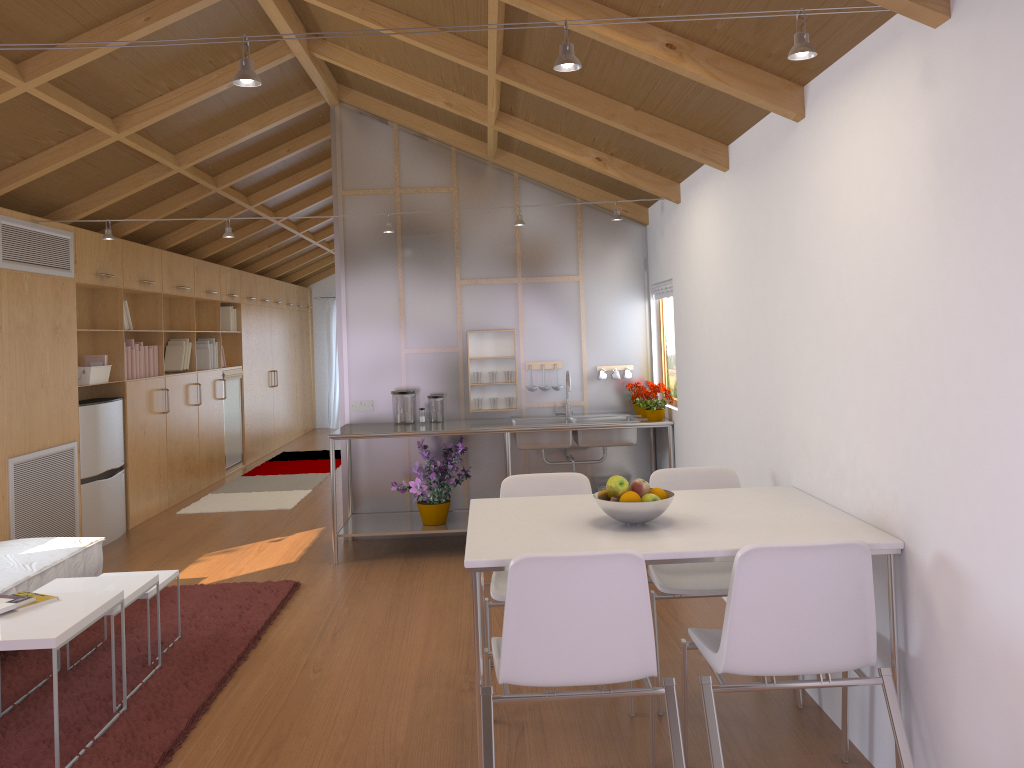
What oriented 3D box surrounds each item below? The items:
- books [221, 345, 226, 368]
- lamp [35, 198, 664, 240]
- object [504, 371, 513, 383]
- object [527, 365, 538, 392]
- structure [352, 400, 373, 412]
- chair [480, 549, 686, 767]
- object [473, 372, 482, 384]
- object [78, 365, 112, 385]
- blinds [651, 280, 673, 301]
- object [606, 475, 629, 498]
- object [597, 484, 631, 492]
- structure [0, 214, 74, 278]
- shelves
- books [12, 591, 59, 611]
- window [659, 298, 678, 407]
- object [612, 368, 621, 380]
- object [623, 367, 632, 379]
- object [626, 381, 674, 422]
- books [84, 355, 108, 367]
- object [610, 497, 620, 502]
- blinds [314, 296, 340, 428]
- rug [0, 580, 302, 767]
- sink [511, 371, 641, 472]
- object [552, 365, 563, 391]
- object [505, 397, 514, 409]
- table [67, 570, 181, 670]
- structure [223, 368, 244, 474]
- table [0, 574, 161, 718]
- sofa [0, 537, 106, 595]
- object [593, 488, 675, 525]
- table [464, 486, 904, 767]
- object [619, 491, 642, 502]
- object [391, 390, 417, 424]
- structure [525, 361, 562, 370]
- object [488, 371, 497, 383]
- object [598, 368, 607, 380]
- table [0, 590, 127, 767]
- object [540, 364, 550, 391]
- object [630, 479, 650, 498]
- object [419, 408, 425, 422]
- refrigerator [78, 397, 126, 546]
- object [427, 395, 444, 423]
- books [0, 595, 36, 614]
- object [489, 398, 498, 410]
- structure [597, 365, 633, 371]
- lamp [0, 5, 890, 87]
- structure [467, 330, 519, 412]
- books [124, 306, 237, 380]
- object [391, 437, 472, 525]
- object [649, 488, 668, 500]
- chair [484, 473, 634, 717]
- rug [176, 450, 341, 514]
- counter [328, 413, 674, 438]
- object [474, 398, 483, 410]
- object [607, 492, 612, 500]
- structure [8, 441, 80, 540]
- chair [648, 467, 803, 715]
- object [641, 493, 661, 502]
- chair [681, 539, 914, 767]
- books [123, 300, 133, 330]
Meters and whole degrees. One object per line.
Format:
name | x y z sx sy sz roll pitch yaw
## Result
books | -3.079 -0.313 9.153 0.175 0.297 0.279 -2 1 -2
lamp | -0.961 -0.995 5.391 3.828 0.153 0.072 -2 0 -2
object | -0.025 -0.048 5.974 0.061 0.077 0.061 -2 1 -28
object | 0.134 -0.039 5.977 0.074 0.183 0.074 -2 -1 30
structure | -1.012 0.148 5.984 0.142 0.071 0.011 -2 -1 -2
chair | 0.177 0.813 2.450 0.531 0.787 0.546 -2 0 -2
object | -0.233 -0.041 5.968 0.061 0.077 0.061 -2 0 11
object | -2.979 -0.062 6.205 0.203 0.122 0.350 -2 3 -2
blinds | 0.980 -0.604 5.669 0.047 0.111 0.725 -2 3 -2
object | 0.329 0.319 2.749 0.070 0.069 0.077 -2 1 -1
object | 0.716 0.757 5.634 0.298 0.159 0.414 -2 3 -2
structure | -2.875 -0.821 5.362 0.013 0.301 0.903 -2 3 -2
shelves | -0.057 0.655 5.684 2.092 0.754 0.632 -2 1 -2
books | -1.754 0.778 3.162 0.193 0.016 0.153 0 4 28
window | 1.034 -0.260 5.662 0.026 0.796 0.724 -2 1 -2
object | 0.708 -0.069 6.010 0.059 0.081 0.062 -2 0 6
object | 0.786 -0.074 6.018 0.059 0.080 0.062 -2 0 -2
object | 0.878 0.104 5.706 0.233 0.235 0.688 -2 3 -1
books | -2.987 -0.111 6.330 0.150 0.193 0.088 -2 0 -2
object | 0.347 0.379 2.778 0.080 0.089 0.078 -3 1 -42
blinds | -1.603 -0.388 13.716 2.847 2.039 0.232 -2 -1 -2
rug | -2.092 1.219 3.654 1.885 0.020 2.482 -2 3 -2
sink | 0.395 0.235 5.733 0.810 0.641 0.563 -2 1 -2
object | 0.306 -0.045 5.982 0.074 0.183 0.074 -2 -1 30
object | -0.019 0.129 5.970 0.061 0.077 0.061 -2 1 -28
table | -1.689 1.024 3.866 0.342 0.309 0.369 -2 1 -2
structure | -3.076 0.382 9.359 0.315 1.080 0.725 -2 0 -2
table | -1.679 1.008 3.467 0.424 0.383 0.459 -2 1 -2
sofa | -2.555 0.930 3.538 0.862 0.629 2.356 -2 3 -2
object | 0.384 0.392 2.774 0.254 0.090 0.255 0 4 41
table | 0.474 0.801 2.849 1.209 0.743 0.899 -2 1 -2
object | 0.363 0.363 2.710 0.068 0.068 0.067 -3 1 -26
object | -0.716 0.154 5.878 0.172 0.216 0.172 -2 0 12
structure | 0.217 -0.127 6.021 0.250 0.051 0.016 -2 -1 -2
object | -0.129 -0.044 5.971 0.061 0.077 0.061 -2 1 -28
object | 0.614 -0.067 6.013 0.059 0.080 0.062 -2 0 -2
table | -1.666 1.006 3.006 0.485 0.439 0.524 -2 1 -2
object | 0.220 -0.042 5.980 0.074 0.183 0.074 -2 -1 30
object | 0.401 0.330 2.773 0.063 0.067 0.062 -1 1 36
object | -0.589 0.204 5.804 0.037 0.092 0.037 -2 -1 13
refrigerator | -2.941 0.614 6.202 0.262 0.988 0.713 -2 0 -2
object | -0.506 0.166 5.903 0.113 0.177 0.113 -2 0 19
books | -1.804 0.768 3.092 0.193 0.016 0.153 -1 3 18
object | -0.123 0.133 5.967 0.061 0.077 0.061 -2 1 -28
structure | 0.705 -0.108 6.022 0.250 0.032 0.041 -2 2 -2
lamp | -0.869 -0.819 2.201 3.828 0.153 0.072 -2 0 -2
structure | -0.130 -0.090 5.980 0.328 0.546 0.076 -2 -1 -2
books | -3.051 -0.441 8.187 0.189 0.658 3.110 -2 3 -2
object | -0.496 0.605 5.559 0.525 0.553 0.351 -2 0 -10
object | 0.458 0.362 2.790 0.067 0.066 0.068 -1 1 42
chair | 0.151 0.763 3.358 0.531 0.787 0.546 -2 0 -2
rug | -2.301 0.929 8.997 0.916 0.011 3.723 -2 3 -2
counter | -0.071 0.261 5.692 2.109 0.021 0.650 -2 3 -2
object | -0.226 0.137 5.964 0.061 0.077 0.061 -2 0 11
object | 0.341 0.349 2.845 0.068 0.068 0.067 -3 1 -26
structure | -2.819 0.757 5.352 0.013 0.722 0.819 -2 1 -2
chair | 0.746 0.740 3.376 0.531 0.787 0.546 -2 0 -2
object | 0.428 0.373 2.727 0.070 0.069 0.077 -2 1 -1
chair | 0.771 0.790 2.468 0.531 0.787 0.546 -2 0 -2
books | -3.023 -0.553 6.737 0.175 0.297 0.279 -2 1 -2
